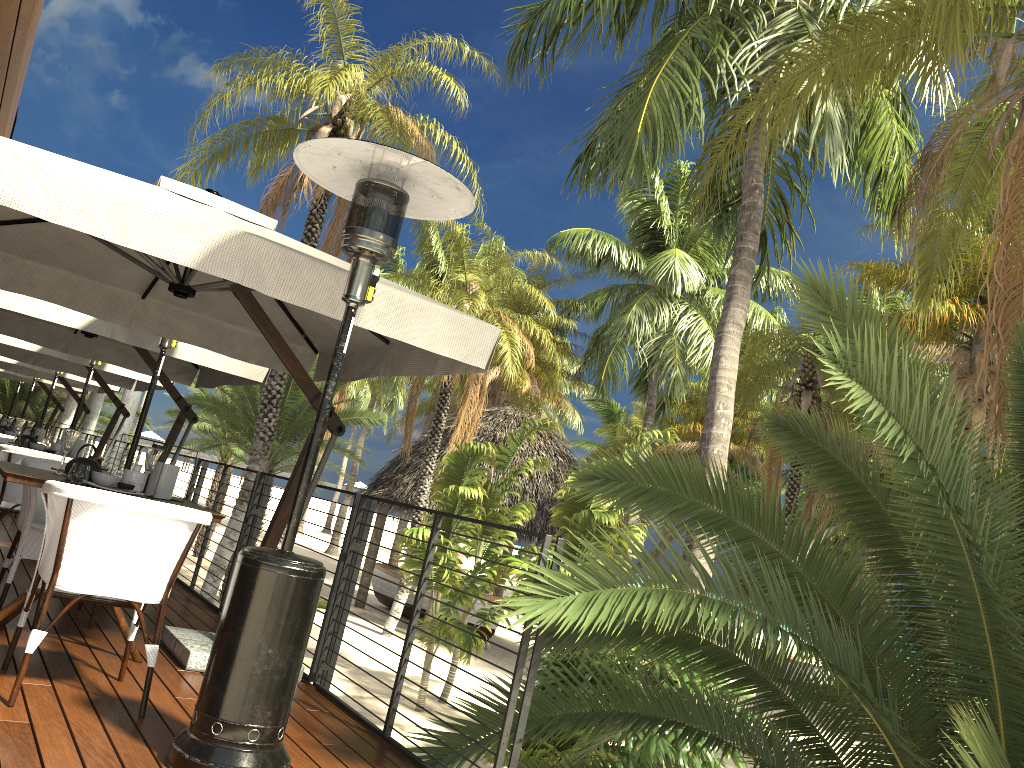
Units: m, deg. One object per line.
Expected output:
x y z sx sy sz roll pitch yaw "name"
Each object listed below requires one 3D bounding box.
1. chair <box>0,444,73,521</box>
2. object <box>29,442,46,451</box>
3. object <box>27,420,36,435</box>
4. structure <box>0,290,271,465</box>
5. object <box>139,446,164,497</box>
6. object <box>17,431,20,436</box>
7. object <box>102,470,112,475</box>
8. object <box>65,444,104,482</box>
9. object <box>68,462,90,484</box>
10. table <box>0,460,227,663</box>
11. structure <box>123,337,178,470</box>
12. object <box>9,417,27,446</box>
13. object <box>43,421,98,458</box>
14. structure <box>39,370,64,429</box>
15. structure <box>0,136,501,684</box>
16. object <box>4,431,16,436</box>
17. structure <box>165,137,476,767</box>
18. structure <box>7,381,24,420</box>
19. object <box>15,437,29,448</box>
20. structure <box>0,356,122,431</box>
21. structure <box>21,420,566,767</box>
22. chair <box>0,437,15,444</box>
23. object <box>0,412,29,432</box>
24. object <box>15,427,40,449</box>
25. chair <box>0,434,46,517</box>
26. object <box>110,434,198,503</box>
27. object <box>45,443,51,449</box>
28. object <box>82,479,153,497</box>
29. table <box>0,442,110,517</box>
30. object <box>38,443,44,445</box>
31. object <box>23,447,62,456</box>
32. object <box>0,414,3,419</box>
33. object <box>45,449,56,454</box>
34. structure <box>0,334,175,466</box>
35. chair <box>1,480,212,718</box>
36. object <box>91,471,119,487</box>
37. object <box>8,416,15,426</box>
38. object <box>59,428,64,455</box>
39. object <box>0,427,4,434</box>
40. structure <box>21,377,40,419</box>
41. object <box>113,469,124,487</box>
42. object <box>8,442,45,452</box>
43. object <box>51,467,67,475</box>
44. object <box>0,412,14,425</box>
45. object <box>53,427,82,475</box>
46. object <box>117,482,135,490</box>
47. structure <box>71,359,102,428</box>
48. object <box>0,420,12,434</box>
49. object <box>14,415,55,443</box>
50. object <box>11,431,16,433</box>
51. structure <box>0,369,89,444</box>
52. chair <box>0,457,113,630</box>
-3.438 0.869 6.328 0.626 0.791 0.616 19 -12 -30 "chair"
-3.708 0.501 6.920 0.115 0.065 0.116 18 -11 -27 "object"
-5.358 0.521 9.825 0.082 0.228 0.082 19 -12 -30 "object"
-3.643 0.174 7.246 2.407 2.340 2.412 19 -11 -31 "structure"
-1.691 0.407 4.114 0.082 0.228 0.082 19 -12 -30 "object"
-5.636 0.592 10.172 0.086 0.086 0.086 18 -11 -26 "object"
-2.050 0.457 4.385 0.115 0.065 0.116 18 -11 -27 "object"
-2.015 0.374 4.200 0.167 0.179 0.163 19 -12 -33 "object"
-1.945 0.402 3.983 0.086 0.086 0.086 18 -11 -26 "object"
-2.023 0.851 4.168 0.929 0.752 0.931 19 -11 -31 "table"
-2.494 0.287 5.944 0.699 2.199 0.697 2 -15 45 "structure"
-4.031 0.389 7.221 0.082 0.228 0.082 19 -12 -30 "object"
-3.605 0.474 7.229 0.263 0.265 0.262 11 -10 13 "object"
-6.127 0.401 11.603 0.699 2.199 0.697 2 -15 45 "structure"
-1.820 0.117 4.406 2.407 2.340 2.412 19 -11 -31 "structure"
-5.533 0.558 9.763 0.115 0.065 0.116 19 -11 -32 "object"
-0.708 0.232 3.163 0.699 2.199 0.697 2 -15 45 "structure"
-9.738 0.513 17.227 0.699 2.199 0.697 2 -15 45 "structure"
-3.787 0.460 6.852 0.086 0.086 0.086 18 -11 -26 "object"
-7.290 0.287 12.926 2.407 2.340 2.412 19 -11 -31 "structure"
-7.086 1.327 14.178 0.163 1.157 26.255 19 -11 -31 "structure"
-4.257 0.902 7.648 0.626 0.791 0.616 19 -12 -30 "chair"
-7.249 0.587 12.905 0.263 0.265 0.262 11 -10 13 "object"
-3.857 0.432 7.068 0.167 0.179 0.163 19 -12 -33 "object"
-5.290 0.927 9.214 0.626 0.791 0.616 19 -12 -30 "chair"
-1.763 0.416 4.360 0.263 0.265 0.262 11 -10 13 "object"
-3.811 0.535 7.329 0.086 0.086 0.086 18 -11 -26 "object"
-1.747 0.473 3.940 0.294 0.025 0.170 19 -11 -31 "object"
-3.852 0.908 7.016 0.929 0.752 0.931 19 -11 -31 "table"
-3.892 0.515 7.254 0.115 0.065 0.116 18 -11 -27 "object"
-3.589 0.531 6.809 0.294 0.025 0.170 19 -11 -31 "object"
-5.856 0.446 10.064 0.082 0.228 0.082 22 -14 -41 "object"
-3.631 0.539 6.970 0.080 0.042 0.080 21 -12 -39 "object"
-5.467 0.230 10.086 2.407 2.340 2.412 19 -11 -31 "structure"
-1.600 0.812 3.466 0.626 0.791 0.616 19 -12 -30 "chair"
-1.866 0.443 4.051 0.115 0.065 0.116 18 -11 -27 "object"
-7.177 0.578 12.659 0.082 0.228 0.082 19 -12 -30 "object"
-3.533 0.464 6.983 0.082 0.228 0.082 19 -12 -30 "object"
-5.612 0.516 9.694 0.086 0.086 0.086 18 -11 -26 "object"
-7.931 0.457 14.412 0.699 2.199 0.697 2 -15 45 "structure"
-1.969 0.477 4.460 0.086 0.086 0.086 18 -11 -26 "object"
-4.019 0.524 7.358 0.294 0.025 0.170 19 -11 -31 "object"
-2.178 0.466 4.489 0.294 0.025 0.170 19 -11 -31 "object"
-9.093 0.645 15.776 0.263 0.265 0.262 11 -10 13 "object"
-2.189 0.332 4.353 0.082 0.228 0.082 19 -12 -30 "object"
-1.789 0.482 4.101 0.080 0.042 0.080 21 -12 -39 "object"
-4.329 0.345 8.802 0.699 2.199 0.697 2 -15 45 "structure"
-5.685 0.488 9.912 0.162 0.179 0.168 19 -11 -29 "object"
-5.430 0.531 10.071 0.263 0.265 0.262 11 -10 13 "object"
-5.717 0.572 10.097 0.115 0.065 0.116 19 -11 -32 "object"
-9.114 0.344 15.766 2.407 2.340 2.412 19 -11 -31 "structure"
-2.445 0.845 4.826 0.626 0.791 0.616 19 -12 -30 "chair"
